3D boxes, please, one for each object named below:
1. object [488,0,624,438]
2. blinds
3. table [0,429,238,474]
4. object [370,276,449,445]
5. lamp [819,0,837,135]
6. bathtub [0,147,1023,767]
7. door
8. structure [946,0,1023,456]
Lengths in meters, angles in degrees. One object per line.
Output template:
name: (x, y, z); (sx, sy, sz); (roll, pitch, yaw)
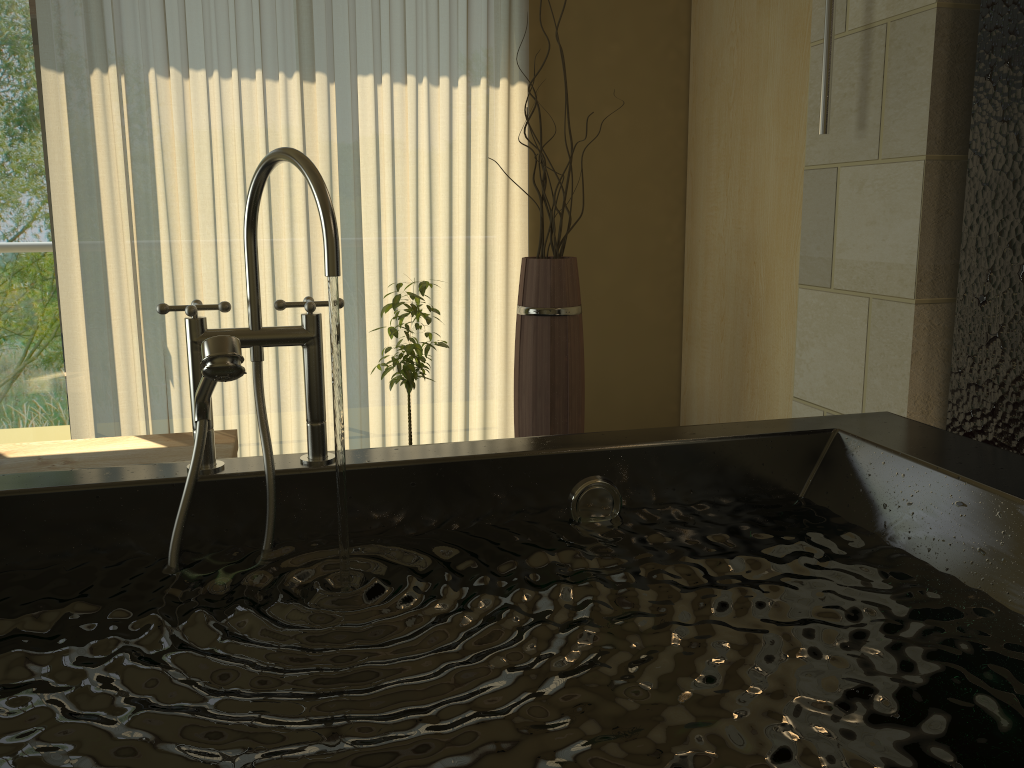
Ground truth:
object: (0.096, -0.542, 3.002); (0.468, 2.174, 0.463); (7, 13, 35)
blinds: (-0.730, -0.828, 3.329); (1.944, 2.573, 0.064); (-3, 11, -15)
table: (-1.408, 0.427, 2.680); (1.125, 0.399, 0.514); (-3, 11, -14)
object: (-0.331, 0.099, 2.946); (0.242, 0.927, 0.267); (4, 11, 23)
lamp: (0.733, -0.995, 2.001); (0.188, 0.835, 0.176); (-3, 11, -14)
bathtub: (-0.194, 0.326, 0.915); (2.132, 1.159, 1.070); (-3, 11, -14)
door: (-1.995, -0.644, 3.259); (1.037, 2.327, 0.063); (-3, 11, -15)
structure: (1.039, -0.108, 1.592); (0.094, 2.062, 0.642); (-3, 11, -14)
